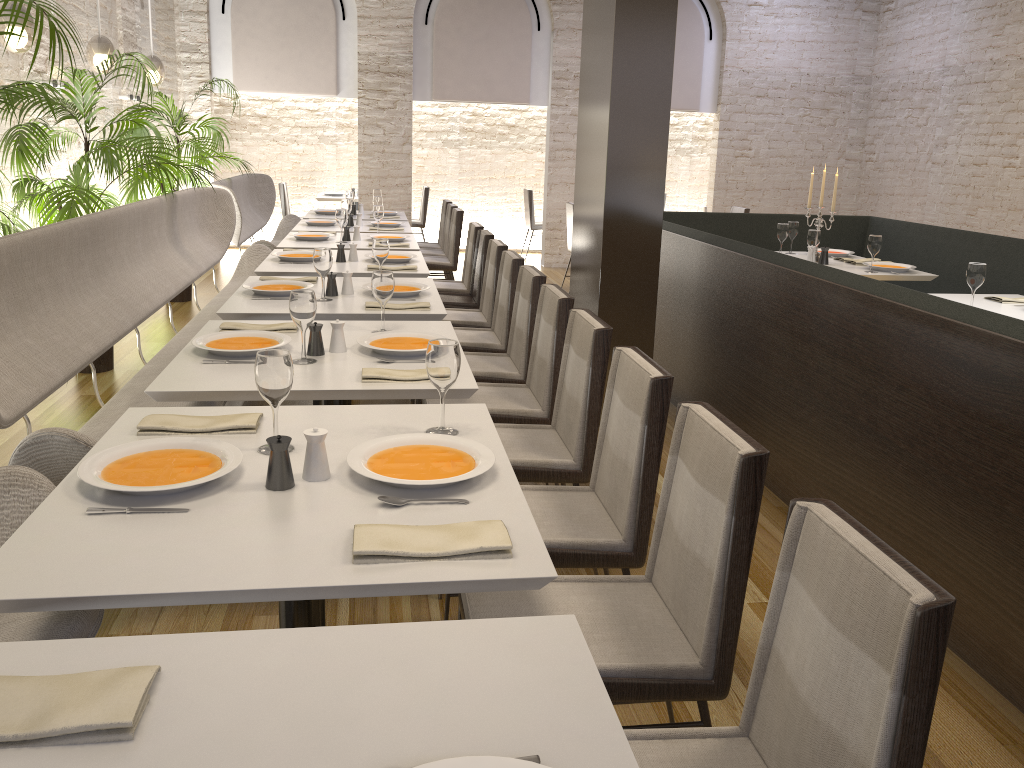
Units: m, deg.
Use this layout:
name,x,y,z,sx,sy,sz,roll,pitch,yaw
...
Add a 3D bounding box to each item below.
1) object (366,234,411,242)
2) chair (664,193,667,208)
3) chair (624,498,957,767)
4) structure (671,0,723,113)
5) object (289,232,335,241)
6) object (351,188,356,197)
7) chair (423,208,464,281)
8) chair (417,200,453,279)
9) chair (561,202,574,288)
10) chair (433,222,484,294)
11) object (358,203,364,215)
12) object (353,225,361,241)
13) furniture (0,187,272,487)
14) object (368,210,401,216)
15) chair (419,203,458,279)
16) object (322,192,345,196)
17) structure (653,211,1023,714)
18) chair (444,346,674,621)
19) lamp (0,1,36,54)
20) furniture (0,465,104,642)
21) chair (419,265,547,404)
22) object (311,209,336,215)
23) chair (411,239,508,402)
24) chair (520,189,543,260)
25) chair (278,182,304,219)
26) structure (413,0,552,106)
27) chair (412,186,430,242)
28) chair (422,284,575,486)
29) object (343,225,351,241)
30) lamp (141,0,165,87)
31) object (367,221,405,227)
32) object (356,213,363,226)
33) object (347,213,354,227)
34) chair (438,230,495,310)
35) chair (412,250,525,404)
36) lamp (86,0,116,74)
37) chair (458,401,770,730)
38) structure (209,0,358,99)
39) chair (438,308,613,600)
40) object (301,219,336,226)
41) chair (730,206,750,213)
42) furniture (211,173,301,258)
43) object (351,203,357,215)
name,x,y,z,sx,sy,sz,roll,pitch,yaw
object,-0.889,-1.047,6.373,0.322,0.036,0.324,10,17,27
chair,1.728,-2.116,11.895,0.565,0.897,0.416,0,13,-9
chair,0.270,0.673,1.369,0.565,0.897,0.416,0,13,-9
structure,1.756,-4.162,10.681,1.633,1.660,0.098,0,13,-9
object,-1.421,-1.044,6.293,0.322,0.036,0.324,10,17,27
object,-2.002,-2.419,11.170,0.059,0.108,0.060,0,14,-7
chair,-0.716,-1.066,7.694,0.565,0.897,0.416,0,13,-9
chair,-0.886,-1.367,8.790,0.565,0.897,0.416,0,13,-9
chair,0.836,-1.393,9.102,0.565,0.897,0.416,0,13,-9
chair,-0.504,-0.693,6.337,0.565,0.897,0.416,0,13,-9
object,-1.442,-1.672,8.471,0.059,0.108,0.060,9,15,26
object,-1.105,-1.078,6.311,0.059,0.108,0.060,9,15,26
furniture,-1.625,-0.326,4.468,0.709,1.087,4.518,0,15,-9
object,-1.226,-1.642,8.534,0.322,0.036,0.324,10,17,27
chair,-0.800,-1.215,8.234,0.565,0.897,0.416,0,13,-9
object,-2.254,-2.398,11.207,0.322,0.036,0.324,9,17,25
structure,2.643,0.520,2.054,2.371,0.991,10.851,0,15,-9
chair,0.100,0.374,2.459,0.565,0.897,0.416,0,13,-9
lamp,-2.398,-2.611,4.134,0.178,2.022,0.179,-4,14,-23
furniture,-0.929,0.903,0.000,0.709,1.087,4.518,0,15,-9
chair,-0.158,-0.082,4.115,0.565,0.897,0.416,0,13,-9
object,-1.757,-1.638,8.453,0.322,0.036,0.324,10,17,27
chair,-0.332,-0.389,5.232,0.565,0.897,0.416,0,13,-9
chair,0.432,-2.106,11.693,0.565,0.897,0.416,0,13,-9
chair,-2.647,-2.082,11.215,0.565,0.897,0.416,0,13,-9
structure,-0.339,-4.146,10.356,1.633,1.660,0.098,0,13,-9
chair,-1.350,-2.092,11.416,0.565,0.897,0.416,0,13,-9
chair,-0.074,0.068,3.572,0.565,0.897,0.416,0,13,-9
object,-1.168,-1.065,6.256,0.059,0.108,0.060,9,15,26
lamp,-2.818,-3.353,6.834,0.178,2.022,0.179,-5,15,-29
object,-1.055,-1.340,7.436,0.322,0.036,0.324,10,17,27
object,-1.271,-1.370,7.373,0.059,0.108,0.060,9,15,26
object,-1.333,-1.358,7.318,0.059,0.108,0.060,9,15,26
chair,-0.421,-0.545,5.800,0.565,0.897,0.416,0,13,-9
chair,-0.247,-0.238,4.684,0.565,0.897,0.416,0,13,-9
lamp,-2.610,-2.986,5.498,0.178,2.022,0.179,-5,15,-29
chair,0.185,0.523,1.915,0.565,0.897,0.416,0,13,-9
structure,-2.573,-4.128,10.008,1.633,1.660,0.098,0,13,-9
chair,0.011,0.216,3.031,0.565,0.897,0.416,0,13,-9
object,-1.586,-1.336,7.355,0.322,0.036,0.324,10,17,27
chair,2.132,-1.403,9.304,0.565,0.897,0.416,0,13,-9
furniture,-2.176,-1.299,8.008,0.707,1.087,2.609,0,15,-9
object,-1.504,-1.660,8.416,0.059,0.108,0.060,9,15,26
